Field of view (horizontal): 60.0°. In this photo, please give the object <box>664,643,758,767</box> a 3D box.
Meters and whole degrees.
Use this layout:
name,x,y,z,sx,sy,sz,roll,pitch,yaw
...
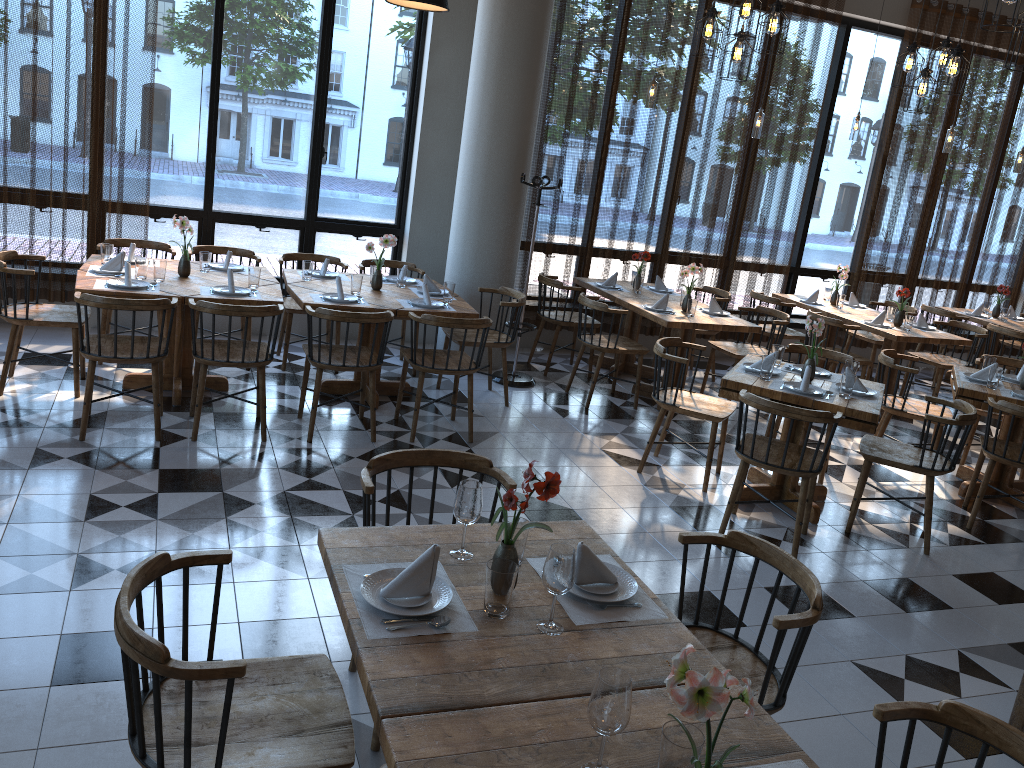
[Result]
name,x,y,z,sx,sy,sz,roll,pitch,yaw
object,0.309,0.622,1.486,0.147,0.396,0.208,15,15,26

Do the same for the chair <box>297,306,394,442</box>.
name,x,y,z,sx,sy,sz,roll,pitch,yaw
chair,-1.039,-0.100,5.440,0.519,0.809,0.555,2,15,-22

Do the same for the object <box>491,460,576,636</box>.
name,x,y,z,sx,sy,sz,roll,pitch,yaw
object,0.050,0.399,2.235,0.166,0.352,0.298,4,15,-16

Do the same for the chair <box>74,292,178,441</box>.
name,x,y,z,sx,sy,sz,roll,pitch,yaw
chair,-2.179,-0.135,4.990,0.519,0.809,0.555,2,15,-22

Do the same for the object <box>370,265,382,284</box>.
name,x,y,z,sx,sy,sz,roll,pitch,yaw
object,-0.977,-0.777,6.330,0.080,0.131,0.080,-2,17,-36

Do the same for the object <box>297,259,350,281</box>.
name,x,y,z,sx,sy,sz,roll,pitch,yaw
object,-1.349,-0.845,6.375,0.351,0.136,0.275,2,16,-21

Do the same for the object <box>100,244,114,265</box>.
name,x,y,z,sx,sy,sz,roll,pitch,yaw
object,-2.604,-0.830,5.694,0.080,0.131,0.080,-2,17,-36

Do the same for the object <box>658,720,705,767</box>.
name,x,y,z,sx,sy,sz,roll,pitch,yaw
object,0.309,0.712,1.660,0.080,0.131,0.080,10,14,7

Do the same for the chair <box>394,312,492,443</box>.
name,x,y,z,sx,sy,sz,roll,pitch,yaw
chair,-0.453,-0.082,5.672,0.519,0.809,0.555,2,15,-22

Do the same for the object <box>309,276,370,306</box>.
name,x,y,z,sx,sy,sz,roll,pitch,yaw
object,-1.095,-0.605,5.645,0.351,0.136,0.275,2,16,-21

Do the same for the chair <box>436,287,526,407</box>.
name,x,y,z,sx,sy,sz,roll,pitch,yaw
chair,-0.227,-0.291,6.536,0.549,0.809,0.525,2,15,-22

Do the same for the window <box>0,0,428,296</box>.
name,x,y,z,sx,sy,sz,roll,pitch,yaw
window,-3.112,-2.346,6.697,4.962,3.136,0.368,2,15,-22

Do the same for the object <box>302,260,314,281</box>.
name,x,y,z,sx,sy,sz,roll,pitch,yaw
object,-1.415,-0.783,6.130,0.080,0.131,0.080,-2,17,-36

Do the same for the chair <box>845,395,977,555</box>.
name,x,y,z,sx,sy,sz,roll,pitch,yaw
chair,2.264,0.472,5.070,0.551,0.809,0.523,14,15,22

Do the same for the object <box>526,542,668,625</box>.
name,x,y,z,sx,sy,sz,roll,pitch,yaw
object,0.235,0.490,2.408,0.271,0.136,0.355,2,16,-21

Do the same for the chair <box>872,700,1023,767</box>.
name,x,y,z,sx,sy,sz,roll,pitch,yaw
chair,0.851,1.168,1.867,0.549,0.809,0.525,2,15,-22

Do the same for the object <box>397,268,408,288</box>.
name,x,y,z,sx,sy,sz,roll,pitch,yaw
object,-0.792,-0.760,6.364,0.080,0.131,0.080,-2,17,-36

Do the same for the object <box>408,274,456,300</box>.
name,x,y,z,sx,sy,sz,roll,pitch,yaw
object,-0.560,-0.708,6.285,0.271,0.136,0.355,2,16,-21

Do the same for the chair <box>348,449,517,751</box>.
name,x,y,z,sx,sy,sz,roll,pitch,yaw
chair,-0.270,0.698,2.981,0.519,0.809,0.555,2,15,-22

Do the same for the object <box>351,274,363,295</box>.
name,x,y,z,sx,sy,sz,roll,pitch,yaw
object,-1.032,-0.657,5.873,0.080,0.131,0.080,-2,17,-36

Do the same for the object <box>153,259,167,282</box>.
name,x,y,z,sx,sy,sz,roll,pitch,yaw
object,-2.159,-0.692,5.428,0.080,0.131,0.080,-2,17,-36

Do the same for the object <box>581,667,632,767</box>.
name,x,y,z,sx,sy,sz,roll,pitch,yaw
object,0.178,0.647,1.673,0.082,0.213,0.081,16,16,30

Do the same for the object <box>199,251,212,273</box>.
name,x,y,z,sx,sy,sz,roll,pitch,yaw
object,-2.048,-0.813,5.914,0.080,0.131,0.080,-2,17,-36

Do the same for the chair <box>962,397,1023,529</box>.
name,x,y,z,sx,sy,sz,roll,pitch,yaw
chair,3.089,0.498,5.397,0.521,0.809,0.553,14,15,22

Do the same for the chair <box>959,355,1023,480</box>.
name,x,y,z,sx,sy,sz,roll,pitch,yaw
chair,3.623,0.250,6.553,0.521,0.809,0.553,14,15,22

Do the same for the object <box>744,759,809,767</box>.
name,x,y,z,sx,sy,sz,roll,pitch,yaw
object,0.540,0.758,1.606,0.271,0.136,0.355,2,16,-21

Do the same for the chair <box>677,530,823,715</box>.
name,x,y,z,sx,sy,sz,roll,pitch,yaw
chair,0.553,0.907,2.648,0.549,0.809,0.525,2,15,-22

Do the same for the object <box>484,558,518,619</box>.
name,x,y,z,sx,sy,sz,roll,pitch,yaw
object,-0.032,0.512,2.204,0.080,0.131,0.080,11,14,12

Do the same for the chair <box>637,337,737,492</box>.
name,x,y,z,sx,sy,sz,roll,pitch,yaw
chair,1.104,0.171,5.558,0.551,0.809,0.523,14,15,22

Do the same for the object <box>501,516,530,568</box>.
name,x,y,z,sx,sy,sz,roll,pitch,yaw
object,0.004,0.444,2.462,0.080,0.131,0.080,10,14,7

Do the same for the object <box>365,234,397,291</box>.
name,x,y,z,sx,sy,sz,roll,pitch,yaw
object,-0.910,-0.838,6.085,0.206,0.396,0.148,4,14,-17

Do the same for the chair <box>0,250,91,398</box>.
name,x,y,z,sx,sy,sz,roll,pitch,yaw
chair,-2.910,-0.375,5.475,0.549,0.809,0.525,2,15,-22

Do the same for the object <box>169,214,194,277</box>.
name,x,y,z,sx,sy,sz,roll,pitch,yaw
object,-2.101,-0.880,5.632,0.146,0.396,0.209,2,15,-23

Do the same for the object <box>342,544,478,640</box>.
name,x,y,z,sx,sy,sz,roll,pitch,yaw
object,-0.256,0.472,2.223,0.271,0.136,0.355,2,16,-21

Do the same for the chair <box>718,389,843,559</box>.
name,x,y,z,sx,sy,sz,roll,pitch,yaw
chair,1.417,0.446,4.736,0.521,0.809,0.553,14,15,22

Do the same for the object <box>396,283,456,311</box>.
name,x,y,z,sx,sy,sz,roll,pitch,yaw
object,-0.562,-0.588,5.855,0.351,0.136,0.275,2,16,-21

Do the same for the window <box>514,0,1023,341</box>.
name,x,y,z,sx,sy,sz,roll,pitch,yaw
window,-0.521,-1.962,6.637,15.162,3.135,4.527,-7,21,-44

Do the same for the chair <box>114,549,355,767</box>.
name,x,y,z,sx,sy,sz,roll,pitch,yaw
chair,-0.682,0.869,2.161,0.549,0.809,0.525,2,15,-22

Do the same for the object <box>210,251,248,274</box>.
name,x,y,z,sx,sy,sz,roll,pitch,yaw
object,-1.966,-0.864,6.131,0.351,0.136,0.275,2,16,-21

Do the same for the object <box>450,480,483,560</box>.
name,x,y,z,sx,sy,sz,roll,pitch,yaw
object,-0.128,0.379,2.476,0.082,0.213,0.081,16,16,30

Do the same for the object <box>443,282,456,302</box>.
name,x,y,z,sx,sy,sz,roll,pitch,yaw
object,-0.434,-0.630,6.078,0.080,0.131,0.080,-2,17,-36

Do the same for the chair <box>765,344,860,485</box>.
name,x,y,z,sx,sy,sz,roll,pitch,yaw
chair,1.951,0.198,5.892,0.521,0.809,0.553,14,15,22

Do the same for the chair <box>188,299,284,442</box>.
name,x,y,z,sx,sy,sz,roll,pitch,yaw
chair,-1.643,-0.119,5.202,0.519,0.809,0.555,2,15,-22

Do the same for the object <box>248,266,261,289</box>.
name,x,y,z,sx,sy,sz,roll,pitch,yaw
object,-1.640,-0.676,5.633,0.080,0.131,0.080,-2,17,-36

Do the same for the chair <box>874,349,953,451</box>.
name,x,y,z,sx,sy,sz,roll,pitch,yaw
chair,2.776,0.223,6.219,0.551,0.809,0.523,14,15,22

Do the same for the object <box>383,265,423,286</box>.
name,x,y,z,sx,sy,sz,roll,pitch,yaw
object,-0.816,-0.828,6.585,0.351,0.136,0.275,2,16,-21
